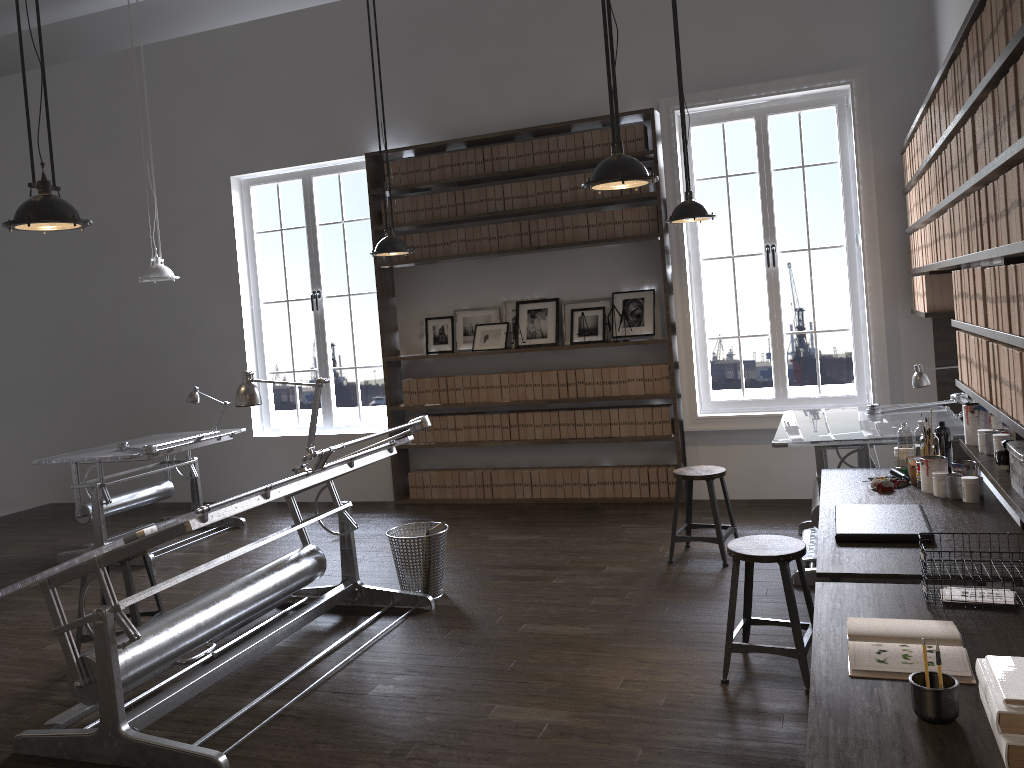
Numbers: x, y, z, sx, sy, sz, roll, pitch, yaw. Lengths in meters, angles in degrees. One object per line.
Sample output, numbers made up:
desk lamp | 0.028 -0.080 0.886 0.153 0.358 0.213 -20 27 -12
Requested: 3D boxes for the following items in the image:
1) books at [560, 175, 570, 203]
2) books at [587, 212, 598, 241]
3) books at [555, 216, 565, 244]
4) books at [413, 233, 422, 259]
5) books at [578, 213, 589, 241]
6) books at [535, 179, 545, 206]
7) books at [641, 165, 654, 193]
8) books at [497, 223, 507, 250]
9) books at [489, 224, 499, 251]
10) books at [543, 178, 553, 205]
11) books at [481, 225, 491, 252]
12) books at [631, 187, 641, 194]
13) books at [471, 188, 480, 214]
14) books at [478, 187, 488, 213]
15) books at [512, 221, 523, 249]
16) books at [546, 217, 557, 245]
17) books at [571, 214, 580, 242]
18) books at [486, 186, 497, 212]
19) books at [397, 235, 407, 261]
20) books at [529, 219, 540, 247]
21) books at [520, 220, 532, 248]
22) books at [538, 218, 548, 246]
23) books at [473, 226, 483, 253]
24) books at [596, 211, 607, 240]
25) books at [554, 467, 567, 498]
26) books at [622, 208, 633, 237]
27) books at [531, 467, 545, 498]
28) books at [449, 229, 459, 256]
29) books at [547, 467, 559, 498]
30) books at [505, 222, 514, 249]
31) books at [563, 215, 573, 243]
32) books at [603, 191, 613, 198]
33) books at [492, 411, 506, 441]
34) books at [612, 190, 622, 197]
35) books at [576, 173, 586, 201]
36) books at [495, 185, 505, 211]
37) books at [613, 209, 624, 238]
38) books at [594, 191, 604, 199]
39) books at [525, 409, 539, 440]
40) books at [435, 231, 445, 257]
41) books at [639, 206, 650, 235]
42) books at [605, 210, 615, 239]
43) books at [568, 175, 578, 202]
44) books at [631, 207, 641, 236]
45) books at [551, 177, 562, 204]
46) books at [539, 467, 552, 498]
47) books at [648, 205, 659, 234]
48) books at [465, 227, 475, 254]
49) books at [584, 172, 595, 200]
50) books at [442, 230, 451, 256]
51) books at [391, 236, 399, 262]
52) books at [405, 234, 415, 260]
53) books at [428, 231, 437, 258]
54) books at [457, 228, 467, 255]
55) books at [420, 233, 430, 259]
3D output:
books | 0.450 -1.543 7.091 0.066 0.225 0.175 -4 3 20
books | 0.659 -1.242 7.030 0.067 0.225 0.175 -4 3 20
books | 0.408 -1.229 7.127 0.066 0.225 0.175 -4 3 20
books | -0.771 -1.166 7.552 0.066 0.225 0.175 -4 3 20
books | 0.592 -1.239 7.056 0.066 0.225 0.175 -4 3 20
books | 0.252 -1.533 7.167 0.066 0.225 0.175 -4 3 20
books | 1.045 -1.575 6.875 0.066 0.225 0.175 -4 3 20
books | -0.054 -1.204 7.288 0.067 0.225 0.175 -4 3 20
books | -0.122 -1.200 7.313 0.066 0.225 0.175 -4 3 20
books | 0.317 -1.536 7.142 0.066 0.225 0.175 -4 3 20
books | -0.189 -1.197 7.341 0.066 0.225 0.175 -4 3 20
books | 0.975 -1.571 6.903 0.066 0.225 0.175 -4 3 20
books | -0.269 -1.505 7.354 0.066 0.225 0.175 -4 3 20
books | -0.211 -1.507 7.328 0.067 0.225 0.175 -4 3 20
books | 0.069 -1.211 7.251 0.066 0.225 0.175 -4 3 20
books | 0.341 -1.226 7.151 0.066 0.225 0.175 -4 3 20
books | 0.533 -1.236 7.079 0.066 0.225 0.175 -4 3 20
books | -0.143 -1.511 7.304 0.066 0.225 0.175 -4 3 20
books | -0.909 -1.159 7.601 0.067 0.225 0.175 -4 3 20
books | 0.209 -1.219 7.200 0.066 0.225 0.175 -4 3 20
books | 0.136 -1.214 7.220 0.067 0.225 0.175 -4 3 20
books | 0.274 -1.222 7.171 0.066 0.225 0.175 -4 3 20
books | -0.253 -1.194 7.369 0.066 0.225 0.175 -4 3 20
books | 0.726 -1.246 7.010 0.066 0.225 0.175 -4 3 20
books | 0.410 0.802 7.232 0.067 0.225 0.175 -4 3 20
books | 0.923 -1.256 6.932 0.066 0.225 0.175 -4 3 20
books | 0.221 0.812 7.302 0.067 0.225 0.175 -4 3 20
books | -0.453 -1.183 7.438 0.066 0.225 0.175 -4 3 20
books | 0.349 0.805 7.259 0.066 0.225 0.175 -4 3 20
books | 0.007 -1.208 7.271 0.066 0.225 0.175 -4 3 20
books | 0.469 -1.232 7.098 0.067 0.225 0.175 -4 3 20
books | 0.767 -1.560 6.974 0.066 0.225 0.175 -4 3 20
books | -0.093 0.347 7.390 0.066 0.225 0.175 -4 3 20
books | 0.835 -1.564 6.954 0.066 0.225 0.175 -4 3 20
books | 0.570 -1.549 7.044 0.067 0.225 0.175 -4 3 20
books | -0.074 -1.515 7.282 0.066 0.225 0.175 -4 3 20
books | 0.856 -1.253 6.960 0.066 0.225 0.175 -4 3 20
books | 0.702 -1.557 7.002 0.066 0.225 0.175 -4 3 20
books | 0.174 0.333 7.291 0.066 0.225 0.175 -4 3 20
books | -0.576 -1.176 7.479 0.067 0.225 0.175 -4 3 20
books | 1.046 -1.263 6.892 0.066 0.225 0.175 -4 3 20
books | 0.792 -1.250 6.988 0.066 0.225 0.175 -4 3 20
books | 0.509 -1.546 7.071 0.066 0.225 0.175 -4 3 20
books | 0.985 -1.259 6.909 0.067 0.225 0.175 -4 3 20
books | 0.381 -1.539 7.114 0.067 0.225 0.175 -4 3 20
books | 0.289 0.808 7.279 0.066 0.225 0.175 -4 3 20
books | 1.112 -1.267 6.869 0.066 0.225 0.175 -4 3 20
books | -0.319 -1.190 7.391 0.066 0.225 0.175 -4 3 20
books | 0.635 -1.553 7.026 0.066 0.225 0.175 -4 3 20
books | -0.512 -1.180 7.461 0.066 0.225 0.175 -4 3 20
books | -0.976 -1.155 7.632 0.066 0.225 0.175 -4 3 20
books | -0.836 -1.163 7.581 0.066 0.225 0.175 -4 3 20
books | -0.637 -1.174 7.508 0.066 0.225 0.175 -4 3 20
books | -0.386 -1.187 7.411 0.067 0.225 0.175 -4 3 20
books | -0.704 -1.170 7.532 0.066 0.225 0.175 -4 3 20
